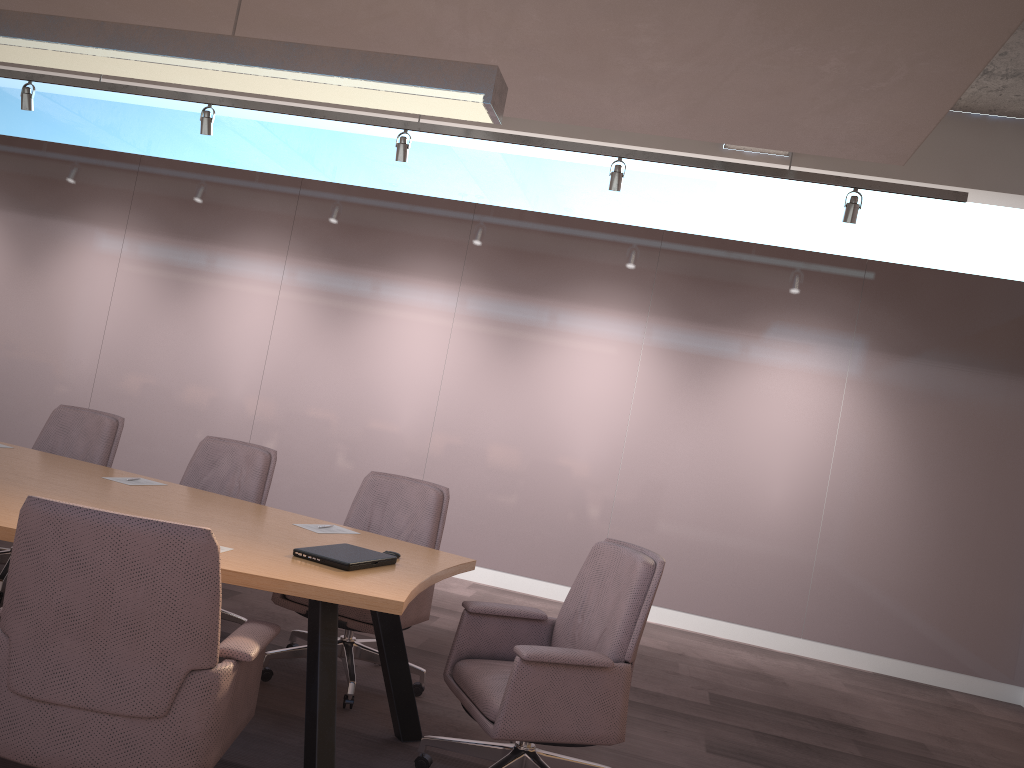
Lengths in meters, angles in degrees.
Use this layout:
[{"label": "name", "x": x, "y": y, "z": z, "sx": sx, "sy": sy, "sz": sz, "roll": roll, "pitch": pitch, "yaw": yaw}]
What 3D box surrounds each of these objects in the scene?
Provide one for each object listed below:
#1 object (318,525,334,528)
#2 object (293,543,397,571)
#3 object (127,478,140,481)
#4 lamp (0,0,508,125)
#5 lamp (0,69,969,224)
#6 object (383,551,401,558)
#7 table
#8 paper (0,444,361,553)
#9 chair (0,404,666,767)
[{"label": "object", "x": -0.773, "y": 0.592, "z": 3.688, "sx": 0.009, "sy": 0.009, "sz": 0.125, "roll": 10, "pitch": -2, "yaw": 19}, {"label": "object", "x": -0.576, "y": 0.598, "z": 3.082, "sx": 0.231, "sy": 0.026, "sz": 0.325, "roll": 10, "pitch": -2, "yaw": 23}, {"label": "object", "x": -1.703, "y": 0.428, "z": 3.997, "sx": 0.009, "sy": 0.009, "sz": 0.125, "roll": 11, "pitch": -2, "yaw": 3}, {"label": "lamp", "x": -3.256, "y": -2.492, "z": 3.857, "sx": 6.974, "sy": 1.864, "sz": 0.200, "roll": 10, "pitch": -2, "yaw": 11}, {"label": "lamp", "x": -3.313, "y": -2.779, "z": 3.847, "sx": 12.467, "sy": 1.321, "sz": 5.699, "roll": 10, "pitch": -2, "yaw": 11}, {"label": "object", "x": -0.449, "y": 0.634, "z": 3.307, "sx": 0.070, "sy": 0.019, "sz": 0.039, "roll": 11, "pitch": -2, "yaw": 4}, {"label": "table", "x": -4.168, "y": 0.342, "z": 3.824, "sx": 8.000, "sy": 0.748, "sz": 1.885, "roll": 10, "pitch": -2, "yaw": 11}, {"label": "paper", "x": -4.009, "y": -0.010, "z": 3.828, "sx": 6.800, "sy": 0.001, "sz": 1.713, "roll": 10, "pitch": -2, "yaw": 11}, {"label": "chair", "x": -4.250, "y": 0.224, "z": 3.856, "sx": 9.673, "sy": 0.948, "sz": 3.001, "roll": 10, "pitch": -2, "yaw": 11}]
